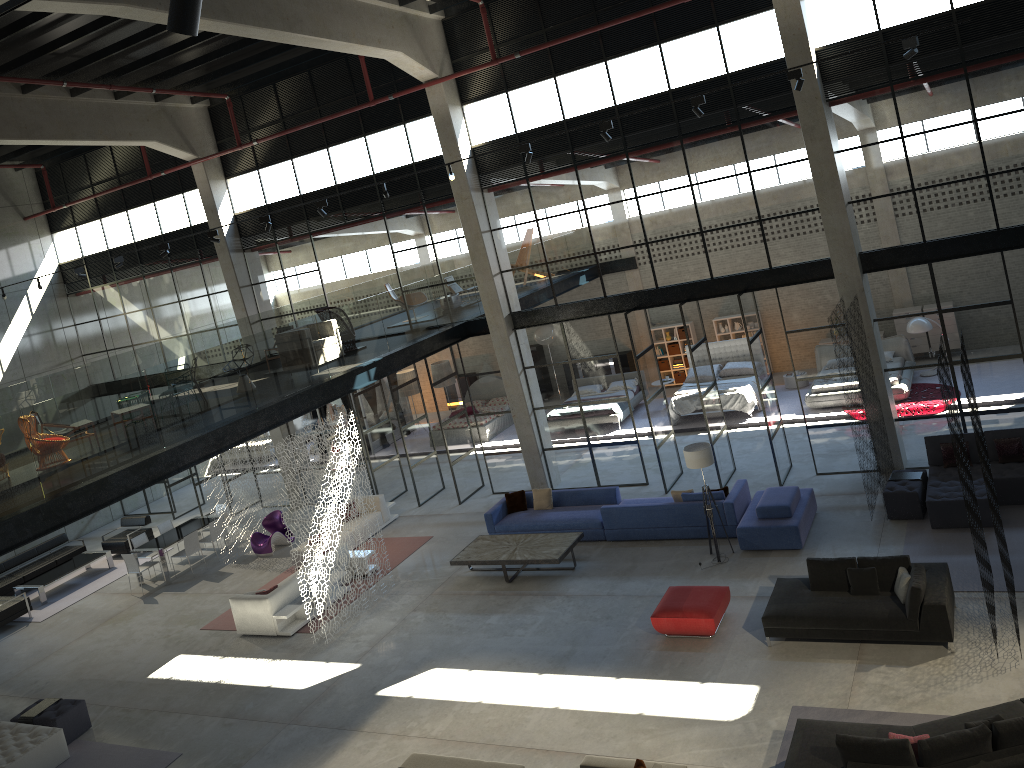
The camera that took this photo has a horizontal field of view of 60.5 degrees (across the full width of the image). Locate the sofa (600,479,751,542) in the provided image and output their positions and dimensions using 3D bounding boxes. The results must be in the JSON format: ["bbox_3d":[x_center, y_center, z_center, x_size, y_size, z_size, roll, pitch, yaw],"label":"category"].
[{"bbox_3d":[2.779,2.092,14.901,2.310,0.716,1.080,-8,10,29],"label":"sofa"}]

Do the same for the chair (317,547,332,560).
[{"bbox_3d":[-3.436,3.184,15.889,0.265,0.319,0.406,-10,8,31],"label":"chair"}]

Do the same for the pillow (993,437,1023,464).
[{"bbox_3d":[7.580,1.012,13.355,0.401,0.374,0.196,-9,6,29],"label":"pillow"}]

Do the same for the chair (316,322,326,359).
[{"bbox_3d":[-3.785,-0.671,16.485,0.795,0.825,1.007,-10,8,29],"label":"chair"}]

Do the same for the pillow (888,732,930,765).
[{"bbox_3d":[3.456,3.148,7.587,0.338,0.306,0.203,-10,6,25],"label":"pillow"}]

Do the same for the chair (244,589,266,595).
[{"bbox_3d":[-4.299,3.597,14.901,0.390,0.269,0.323,-13,7,4],"label":"chair"}]

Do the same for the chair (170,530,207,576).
[{"bbox_3d":[-6.852,3.579,18.506,0.539,0.864,0.429,-11,5,29],"label":"chair"}]

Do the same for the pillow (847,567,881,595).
[{"bbox_3d":[4.255,2.384,10.624,0.339,0.305,0.191,-10,6,27],"label":"pillow"}]

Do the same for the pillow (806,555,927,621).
[{"bbox_3d":[4.388,2.342,10.588,0.756,0.414,1.576,-19,11,-31],"label":"pillow"}]

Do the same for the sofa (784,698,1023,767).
[{"bbox_3d":[4.352,3.196,7.729,4.050,0.558,1.498,-12,10,7],"label":"sofa"}]

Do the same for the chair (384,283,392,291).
[{"bbox_3d":[-2.543,-2.120,21.906,0.994,1.019,0.786,-18,7,-32],"label":"chair"}]

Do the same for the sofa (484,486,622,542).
[{"bbox_3d":[0.776,2.403,16.030,2.310,0.599,1.081,-8,10,29],"label":"sofa"}]

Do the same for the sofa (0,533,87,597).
[{"bbox_3d":[-11.134,4.301,20.258,0.811,0.750,2.516,-9,11,29],"label":"sofa"}]

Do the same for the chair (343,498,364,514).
[{"bbox_3d":[-3.352,2.632,18.613,0.387,0.334,0.252,-17,7,-27],"label":"chair"}]

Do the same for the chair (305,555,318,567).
[{"bbox_3d":[-3.604,3.272,15.641,0.267,0.315,0.401,-12,8,16],"label":"chair"}]

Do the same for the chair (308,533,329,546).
[{"bbox_3d":[-3.848,3.060,17.410,0.419,0.107,0.409,-16,11,-14],"label":"chair"}]

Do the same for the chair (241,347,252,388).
[{"bbox_3d":[-4.912,-0.265,15.842,0.566,0.795,0.611,-14,6,-4],"label":"chair"}]

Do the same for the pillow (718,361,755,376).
[{"bbox_3d":[5.614,-0.386,21.542,0.968,0.289,0.710,-7,11,31],"label":"pillow"}]

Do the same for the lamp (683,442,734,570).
[{"bbox_3d":[2.964,1.832,13.310,0.424,1.730,0.682,-12,4,27],"label":"lamp"}]

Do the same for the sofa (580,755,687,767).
[{"bbox_3d":[0.680,4.078,7.242,1.042,0.715,2.397,-9,11,29],"label":"sofa"}]

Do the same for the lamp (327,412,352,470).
[{"bbox_3d":[-3.437,1.063,17.002,0.434,1.092,0.449,-10,5,38],"label":"lamp"}]

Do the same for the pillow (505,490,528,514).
[{"bbox_3d":[0.082,2.218,16.522,0.397,0.368,0.263,-12,6,8],"label":"pillow"}]

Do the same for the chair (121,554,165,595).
[{"bbox_3d":[-7.651,3.828,18.188,0.415,0.863,0.558,-11,6,29],"label":"chair"}]

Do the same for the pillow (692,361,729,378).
[{"bbox_3d":[4.993,-0.323,22.121,1.041,0.320,0.501,-8,10,29],"label":"pillow"}]

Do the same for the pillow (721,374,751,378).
[{"bbox_3d":[5.674,-0.315,21.610,0.949,0.328,0.734,-8,11,30],"label":"pillow"}]

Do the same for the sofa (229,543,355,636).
[{"bbox_3d":[-3.804,3.571,15.389,0.937,0.663,2.193,-9,11,29],"label":"sofa"}]

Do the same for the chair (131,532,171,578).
[{"bbox_3d":[-7.838,3.704,19.051,0.539,0.864,0.429,-11,5,29],"label":"chair"}]

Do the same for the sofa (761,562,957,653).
[{"bbox_3d":[4.178,2.673,10.634,2.083,0.556,1.109,-7,11,29],"label":"sofa"}]

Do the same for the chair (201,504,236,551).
[{"bbox_3d":[-6.722,3.260,19.984,0.415,0.863,0.558,-11,6,29],"label":"chair"}]

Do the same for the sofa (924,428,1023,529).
[{"bbox_3d":[8.115,1.245,12.415,4.105,0.862,1.872,-7,11,29],"label":"sofa"}]

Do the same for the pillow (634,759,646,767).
[{"bbox_3d":[1.120,3.658,7.883,0.258,0.368,0.406,-13,7,8],"label":"pillow"}]

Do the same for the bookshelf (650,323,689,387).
[{"bbox_3d":[4.663,-0.804,24.775,1.226,1.744,0.337,-10,4,29],"label":"bookshelf"}]

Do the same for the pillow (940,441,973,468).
[{"bbox_3d":[6.936,1.108,13.703,0.409,0.342,0.241,-9,7,30],"label":"pillow"}]

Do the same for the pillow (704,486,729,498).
[{"bbox_3d":[3.374,1.860,14.389,0.397,0.368,0.263,-12,6,8],"label":"pillow"}]

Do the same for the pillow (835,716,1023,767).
[{"bbox_3d":[3.754,3.100,7.461,1.883,0.416,0.442,-12,7,8],"label":"pillow"}]

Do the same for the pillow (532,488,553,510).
[{"bbox_3d":[0.570,2.142,16.298,0.397,0.378,0.212,-9,6,30],"label":"pillow"}]

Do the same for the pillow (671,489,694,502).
[{"bbox_3d":[2.884,1.927,14.612,0.397,0.378,0.212,-9,6,30],"label":"pillow"}]

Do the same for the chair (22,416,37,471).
[{"bbox_3d":[-6.576,0.774,12.380,0.571,0.790,0.595,-14,6,-5],"label":"chair"}]

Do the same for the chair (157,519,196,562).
[{"bbox_3d":[-7.521,3.510,19.666,0.539,0.864,0.429,-11,5,29],"label":"chair"}]

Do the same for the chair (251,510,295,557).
[{"bbox_3d":[-5.157,3.187,18.790,0.648,0.742,0.816,-10,8,29],"label":"chair"}]

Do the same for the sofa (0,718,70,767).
[{"bbox_3d":[-7.741,5.341,10.529,1.805,0.861,4.259,-8,12,29],"label":"sofa"}]

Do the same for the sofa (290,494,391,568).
[{"bbox_3d":[-3.518,2.997,17.994,0.931,0.662,2.202,-9,11,29],"label":"sofa"}]

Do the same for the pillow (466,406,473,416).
[{"bbox_3d":[-1.348,0.785,24.469,0.872,0.210,0.643,-12,10,8],"label":"pillow"}]

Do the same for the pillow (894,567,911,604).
[{"bbox_3d":[4.602,2.360,10.304,0.207,0.313,0.347,-13,7,8],"label":"pillow"}]

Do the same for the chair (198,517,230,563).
[{"bbox_3d":[-6.535,3.384,19.121,0.539,0.864,0.429,-11,5,29],"label":"chair"}]

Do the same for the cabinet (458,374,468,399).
[{"bbox_3d":[-1.586,0.298,28.222,1.029,1.151,0.460,-10,5,29],"label":"cabinet"}]

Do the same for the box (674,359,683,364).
[{"bbox_3d":[4.718,-0.637,24.818,0.211,0.108,0.135,-8,9,29],"label":"box"}]

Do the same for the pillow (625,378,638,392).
[{"bbox_3d":[2.456,0.148,23.629,1.907,0.310,0.562,-7,11,29],"label":"pillow"}]

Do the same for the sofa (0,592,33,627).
[{"bbox_3d":[-10.826,4.638,18.157,1.633,0.752,0.841,-8,9,29],"label":"sofa"}]

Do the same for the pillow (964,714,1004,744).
[{"bbox_3d":[4.063,3.013,7.536,0.356,0.317,0.199,-14,5,-2],"label":"pillow"}]

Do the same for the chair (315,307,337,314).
[{"bbox_3d":[-3.662,-1.140,18.332,0.687,0.979,0.837,-13,6,0],"label":"chair"}]

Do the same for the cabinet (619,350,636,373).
[{"bbox_3d":[2.630,-0.253,25.964,2.059,1.150,0.460,-8,6,29],"label":"cabinet"}]

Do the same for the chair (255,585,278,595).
[{"bbox_3d":[-4.078,3.564,14.752,0.406,0.333,0.283,-15,6,-16],"label":"chair"}]

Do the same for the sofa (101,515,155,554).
[{"bbox_3d":[-9.273,3.687,21.161,0.940,0.753,0.841,-9,8,29],"label":"sofa"}]

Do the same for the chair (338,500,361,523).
[{"bbox_3d":[-3.424,2.687,18.424,0.417,0.333,0.255,-17,7,-28],"label":"chair"}]

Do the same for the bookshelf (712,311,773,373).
[{"bbox_3d":[6.287,-1.015,23.886,1.226,1.744,0.337,-10,4,29],"label":"bookshelf"}]

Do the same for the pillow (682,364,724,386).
[{"bbox_3d":[4.773,-0.227,21.898,1.014,0.370,0.682,-7,11,32],"label":"pillow"}]
